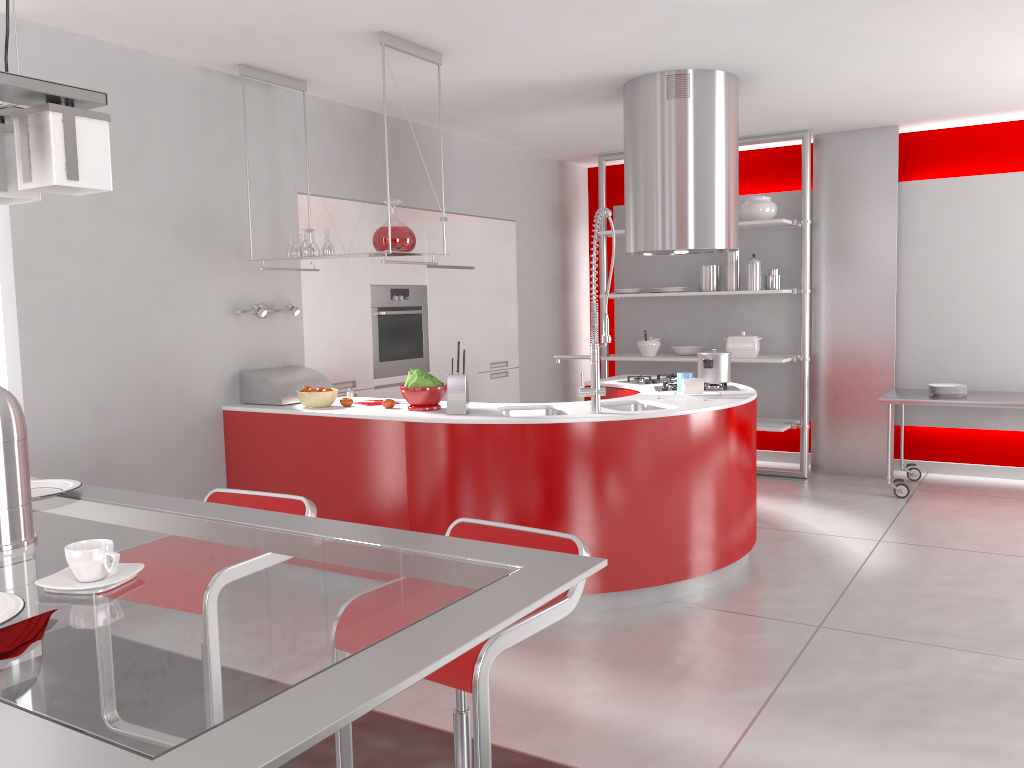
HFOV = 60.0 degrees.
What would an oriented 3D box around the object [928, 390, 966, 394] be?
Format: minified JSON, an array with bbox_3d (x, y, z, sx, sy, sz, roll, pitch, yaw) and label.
[{"bbox_3d":[2.976,0.059,6.062,0.228,0.020,0.228,0,5,13],"label":"object"}]

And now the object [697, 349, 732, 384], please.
[{"bbox_3d":[1.119,-0.101,4.906,0.189,0.185,0.218,-2,5,-6],"label":"object"}]

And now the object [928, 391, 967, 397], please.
[{"bbox_3d":[2.976,0.069,6.063,0.228,0.020,0.228,0,5,13],"label":"object"}]

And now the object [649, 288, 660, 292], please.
[{"bbox_3d":[1.249,-0.769,7.326,0.244,0.042,0.244,1,6,23],"label":"object"}]

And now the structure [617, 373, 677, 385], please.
[{"bbox_3d":[0.911,-0.034,5.451,0.457,0.037,0.303,-4,6,-28],"label":"structure"}]

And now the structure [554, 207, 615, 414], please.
[{"bbox_3d":[0.357,-0.333,4.003,0.308,0.920,0.178,-3,5,-15],"label":"structure"}]

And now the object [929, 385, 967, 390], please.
[{"bbox_3d":[2.975,0.028,6.059,0.228,0.020,0.228,0,5,13],"label":"object"}]

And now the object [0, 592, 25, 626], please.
[{"bbox_3d":[-0.711,0.292,1.072,0.217,0.015,0.217,-5,6,-34],"label":"object"}]

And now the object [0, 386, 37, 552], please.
[{"bbox_3d":[-0.869,0.123,1.472,0.149,0.287,0.113,3,7,39],"label":"object"}]

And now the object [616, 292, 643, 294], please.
[{"bbox_3d":[0.954,-0.741,7.248,0.280,0.015,0.280,-3,6,-21],"label":"object"}]

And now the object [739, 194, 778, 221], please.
[{"bbox_3d":[1.880,-1.337,6.775,0.287,0.222,0.287,-3,5,-14],"label":"object"}]

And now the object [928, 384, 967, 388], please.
[{"bbox_3d":[2.975,0.018,6.058,0.228,0.020,0.228,0,5,13],"label":"object"}]

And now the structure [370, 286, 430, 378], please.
[{"bbox_3d":[-0.721,-0.354,5.867,0.050,0.589,0.599,2,6,31],"label":"structure"}]

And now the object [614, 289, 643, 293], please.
[{"bbox_3d":[0.954,-0.755,7.247,0.244,0.042,0.244,0,5,16],"label":"object"}]

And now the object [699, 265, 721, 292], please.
[{"bbox_3d":[1.545,-0.825,6.941,0.184,0.205,0.172,3,6,37],"label":"object"}]

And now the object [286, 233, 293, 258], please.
[{"bbox_3d":[-1.150,-0.715,4.619,0.060,0.141,0.060,2,6,31],"label":"object"}]

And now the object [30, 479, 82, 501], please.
[{"bbox_3d":[-1.022,0.228,1.860,0.217,0.015,0.217,-3,6,-22],"label":"object"}]

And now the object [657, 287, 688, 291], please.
[{"bbox_3d":[1.272,-0.743,7.037,0.244,0.042,0.244,0,5,16],"label":"object"}]

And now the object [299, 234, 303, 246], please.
[{"bbox_3d":[-1.115,-0.723,4.697,0.060,0.141,0.060,2,6,31],"label":"object"}]

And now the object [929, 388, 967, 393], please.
[{"bbox_3d":[2.976,0.049,6.061,0.228,0.020,0.228,0,5,13],"label":"object"}]

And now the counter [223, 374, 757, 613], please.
[{"bbox_3d":[0.050,0.513,4.720,2.865,0.880,1.868,-4,6,-25],"label":"counter"}]

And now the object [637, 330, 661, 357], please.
[{"bbox_3d":[1.118,-0.334,7.245,0.192,0.214,0.192,0,5,18],"label":"object"}]

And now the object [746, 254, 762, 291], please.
[{"bbox_3d":[1.818,-0.839,6.664,0.115,0.274,0.115,1,6,24],"label":"object"}]

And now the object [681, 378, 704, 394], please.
[{"bbox_3d":[0.913,0.010,4.494,0.100,0.080,0.109,-1,5,1],"label":"object"}]

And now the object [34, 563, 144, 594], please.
[{"bbox_3d":[-0.592,0.274,1.249,0.119,0.016,0.119,0,5,12],"label":"object"}]

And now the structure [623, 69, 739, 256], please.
[{"bbox_3d":[0.969,-1.234,5.093,0.644,0.958,0.644,-2,5,-2],"label":"structure"}]

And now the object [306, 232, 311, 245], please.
[{"bbox_3d":[-1.059,-0.718,4.627,0.060,0.141,0.060,2,6,31],"label":"object"}]

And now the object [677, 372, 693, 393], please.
[{"bbox_3d":[0.899,-0.010,4.622,0.080,0.100,0.109,-1,5,5],"label":"object"}]

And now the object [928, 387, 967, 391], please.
[{"bbox_3d":[2.976,0.038,6.060,0.228,0.020,0.228,0,5,13],"label":"object"}]

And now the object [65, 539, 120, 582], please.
[{"bbox_3d":[-0.588,0.251,1.241,0.062,0.049,0.078,-5,6,-36],"label":"object"}]

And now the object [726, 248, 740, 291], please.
[{"bbox_3d":[1.694,-0.876,6.794,0.109,0.329,0.110,2,6,29],"label":"object"}]

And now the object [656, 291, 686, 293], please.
[{"bbox_3d":[1.272,-0.730,7.038,0.280,0.015,0.280,-4,6,-29],"label":"object"}]

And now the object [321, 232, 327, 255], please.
[{"bbox_3d":[-0.963,-0.717,4.596,0.060,0.141,0.060,2,6,31],"label":"object"}]

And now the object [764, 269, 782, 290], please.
[{"bbox_3d":[1.995,-0.796,6.780,0.127,0.157,0.127,3,7,42],"label":"object"}]

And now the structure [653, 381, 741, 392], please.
[{"bbox_3d":[1.023,0.010,4.930,0.457,0.037,0.303,-1,5,6],"label":"structure"}]

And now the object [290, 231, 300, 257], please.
[{"bbox_3d":[-1.106,-0.708,4.534,0.060,0.141,0.060,-1,5,8],"label":"object"}]
